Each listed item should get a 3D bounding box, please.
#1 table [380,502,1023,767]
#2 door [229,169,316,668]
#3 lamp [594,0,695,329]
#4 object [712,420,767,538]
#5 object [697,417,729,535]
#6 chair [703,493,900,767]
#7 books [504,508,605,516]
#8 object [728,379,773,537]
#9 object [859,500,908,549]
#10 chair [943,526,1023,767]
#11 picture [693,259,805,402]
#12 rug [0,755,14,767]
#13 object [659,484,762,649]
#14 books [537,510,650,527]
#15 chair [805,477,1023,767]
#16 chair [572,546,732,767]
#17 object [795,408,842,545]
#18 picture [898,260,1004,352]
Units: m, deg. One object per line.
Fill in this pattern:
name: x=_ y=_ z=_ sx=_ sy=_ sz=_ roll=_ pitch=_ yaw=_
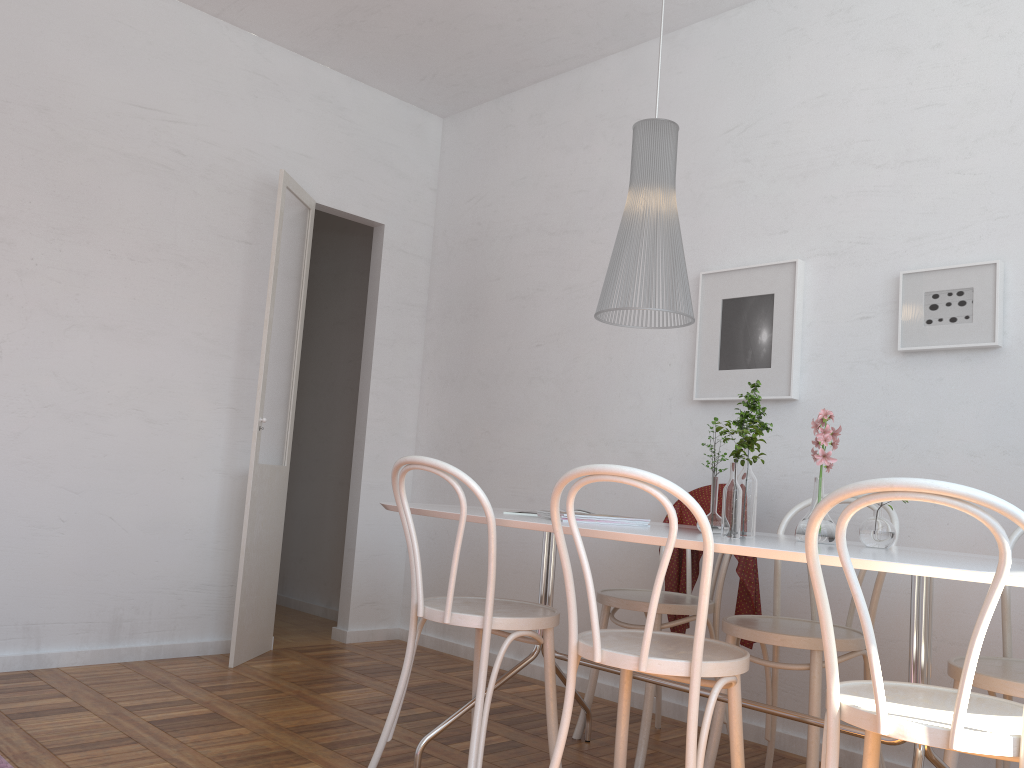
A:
table: x=0.491 y=0.784 z=2.369 sx=0.933 sy=0.768 sz=2.290 roll=10 pitch=-9 yaw=-44
door: x=-1.082 y=0.149 z=4.108 sx=0.047 sy=2.196 sz=0.446 roll=4 pitch=-6 yaw=6
lamp: x=0.443 y=-0.930 z=2.670 sx=0.293 sy=1.494 sz=0.293 roll=4 pitch=-6 yaw=1
object: x=0.567 y=0.234 z=2.198 sx=0.146 sy=0.293 sz=0.098 roll=5 pitch=-6 yaw=-11
object: x=0.542 y=0.244 z=2.362 sx=0.084 sy=0.307 sz=0.084 roll=4 pitch=-6 yaw=1
chair: x=0.867 y=0.764 z=2.592 sx=0.521 sy=0.916 sz=0.448 roll=10 pitch=-8 yaw=-44
books: x=0.188 y=0.419 z=2.892 sx=0.405 sy=0.029 sz=0.266 roll=4 pitch=-7 yaw=6
object: x=0.634 y=0.196 z=2.370 sx=0.110 sy=0.419 sz=0.107 roll=0 pitch=-7 yaw=34
object: x=0.934 y=0.339 z=2.240 sx=0.112 sy=0.151 sz=0.087 roll=7 pitch=-6 yaw=-21
chair: x=1.297 y=0.738 z=2.094 sx=0.520 sy=0.916 sz=0.448 roll=9 pitch=-7 yaw=-39
picture: x=0.913 y=-0.197 z=3.442 sx=0.050 sy=0.523 sz=0.431 roll=10 pitch=-8 yaw=-44
rug: x=-1.649 y=0.848 z=0.958 sx=2.461 sy=0.008 sz=2.366 roll=11 pitch=-9 yaw=-44
object: x=0.728 y=0.647 z=3.207 sx=0.201 sy=0.578 sz=0.492 roll=7 pitch=-7 yaw=-29
books: x=0.233 y=0.388 z=2.558 sx=0.278 sy=0.022 sz=0.204 roll=6 pitch=-7 yaw=-17
chair: x=-0.049 y=0.212 z=0.259 sx=0.448 sy=1.340 sz=3.701 roll=1 pitch=-7 yaw=31
chair: x=0.551 y=0.797 z=3.088 sx=0.520 sy=0.916 sz=0.448 roll=8 pitch=-7 yaw=-34
object: x=0.789 y=0.232 z=2.276 sx=0.108 sy=0.348 sz=0.111 roll=3 pitch=-6 yaw=15
picture: x=1.437 y=-0.250 z=2.913 sx=0.047 sy=0.272 sz=0.312 roll=10 pitch=-8 yaw=-44
